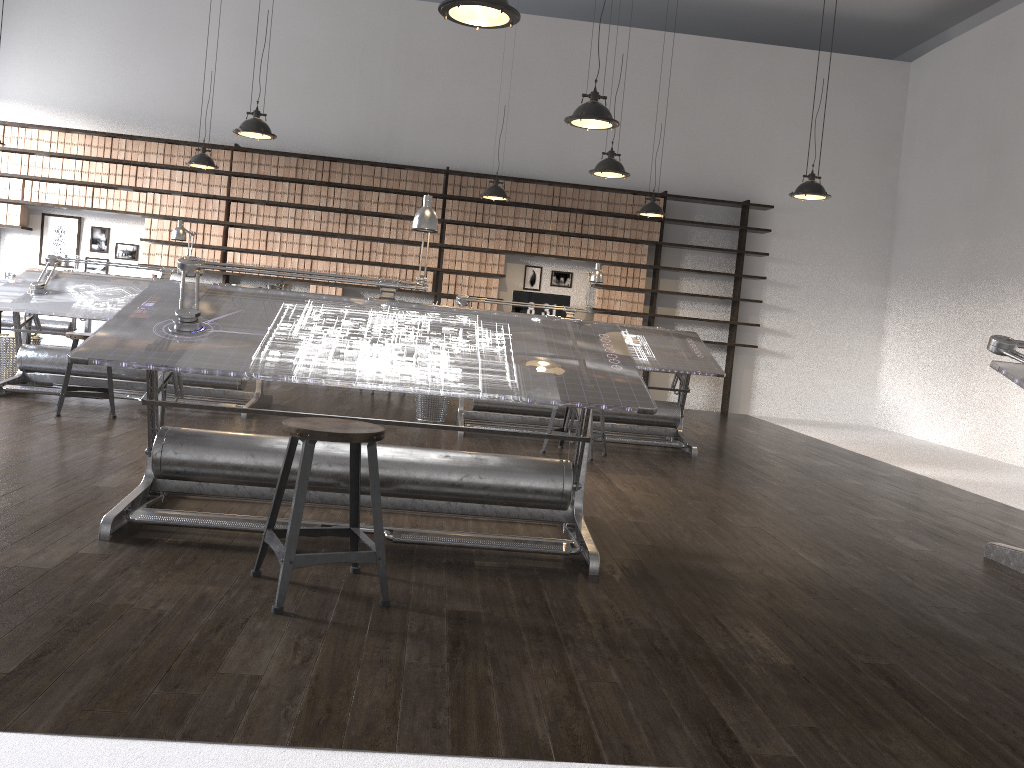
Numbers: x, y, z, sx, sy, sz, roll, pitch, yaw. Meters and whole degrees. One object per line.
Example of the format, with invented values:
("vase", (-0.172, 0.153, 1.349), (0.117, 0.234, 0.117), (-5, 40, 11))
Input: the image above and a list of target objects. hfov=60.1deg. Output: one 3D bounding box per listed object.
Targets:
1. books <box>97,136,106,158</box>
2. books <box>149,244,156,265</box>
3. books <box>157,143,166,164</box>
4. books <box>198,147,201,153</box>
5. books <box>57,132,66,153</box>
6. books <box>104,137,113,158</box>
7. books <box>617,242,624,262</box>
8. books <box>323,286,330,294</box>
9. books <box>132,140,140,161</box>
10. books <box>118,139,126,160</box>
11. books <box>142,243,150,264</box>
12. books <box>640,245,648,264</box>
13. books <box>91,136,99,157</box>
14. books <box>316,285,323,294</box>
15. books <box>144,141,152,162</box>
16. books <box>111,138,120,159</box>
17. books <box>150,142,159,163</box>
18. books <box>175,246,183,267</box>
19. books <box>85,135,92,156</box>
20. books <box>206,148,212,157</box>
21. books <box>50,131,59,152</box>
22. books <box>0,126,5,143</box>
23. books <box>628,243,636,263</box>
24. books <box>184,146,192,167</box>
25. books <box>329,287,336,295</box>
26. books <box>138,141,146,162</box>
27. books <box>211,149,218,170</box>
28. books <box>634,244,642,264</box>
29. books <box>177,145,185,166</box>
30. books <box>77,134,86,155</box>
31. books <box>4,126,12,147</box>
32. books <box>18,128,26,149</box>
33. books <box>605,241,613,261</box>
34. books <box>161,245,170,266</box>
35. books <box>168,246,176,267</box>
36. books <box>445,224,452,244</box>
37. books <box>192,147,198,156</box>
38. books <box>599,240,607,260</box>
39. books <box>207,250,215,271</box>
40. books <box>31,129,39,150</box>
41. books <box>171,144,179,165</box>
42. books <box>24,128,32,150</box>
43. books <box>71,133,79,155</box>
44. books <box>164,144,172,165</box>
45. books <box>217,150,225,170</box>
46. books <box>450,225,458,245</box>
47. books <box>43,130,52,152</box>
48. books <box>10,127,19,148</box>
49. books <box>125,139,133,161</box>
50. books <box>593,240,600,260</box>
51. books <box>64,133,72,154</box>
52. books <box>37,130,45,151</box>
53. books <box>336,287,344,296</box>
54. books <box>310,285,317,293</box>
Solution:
("books", (-4.430, -2.557, 9.615), (0.066, 0.225, 0.175), (5, 3, -5))
("books", (-3.908, -1.414, 9.696), (0.066, 0.225, 0.175), (5, 3, -5))
("books", (-3.803, -2.500, 9.663), (0.067, 0.225, 0.175), (5, 3, -5))
("books", (-3.388, -2.463, 9.702), (0.066, 0.225, 0.175), (5, 3, -5))
("books", (-4.839, -2.594, 9.579), (0.066, 0.225, 0.175), (5, 3, -5))
("books", (-4.356, -2.550, 9.616), (0.067, 0.225, 0.175), (5, 3, -5))
("books", (1.224, -1.501, 10.115), (0.066, 0.225, 0.175), (5, 3, -5))
("books", (-2.067, -0.974, 9.864), (0.066, 0.225, 0.175), (5, 3, -5))
("books", (-4.071, -2.524, 9.645), (0.066, 0.225, 0.175), (5, 3, -5))
("books", (-4.211, -2.537, 9.629), (0.066, 0.225, 0.175), (5, 3, -5))
("books", (-3.974, -1.420, 9.686), (0.067, 0.225, 0.175), (5, 3, -5))
("books", (1.498, -1.476, 10.135), (0.066, 0.225, 0.175), (5, 3, -5))
("books", (-4.494, -2.562, 9.607), (0.066, 0.225, 0.175), (5, 3, -5))
("books", (-2.137, -0.980, 9.858), (0.066, 0.225, 0.175), (5, 3, -5))
("books", (-3.937, -2.512, 9.655), (0.066, 0.225, 0.175), (5, 3, -5))
("books", (-4.282, -2.543, 9.628), (0.066, 0.225, 0.175), (5, 3, -5))
("books", (-3.875, -2.507, 9.659), (0.066, 0.225, 0.175), (5, 3, -5))
("books", (-3.635, -1.390, 9.722), (0.066, 0.225, 0.175), (5, 3, -5))
("books", (-4.557, -2.568, 9.598), (0.067, 0.225, 0.175), (5, 3, -5))
("books", (-3.314, -2.456, 9.709), (0.066, 0.225, 0.175), (5, 3, -5))
("books", (-4.909, -2.600, 9.569), (0.067, 0.225, 0.175), (5, 3, -5))
("books", (-5.462, -2.649, 9.522), (0.067, 0.225, 0.175), (5, 3, -5))
("books", (1.357, -1.489, 10.127), (0.066, 0.225, 0.175), (5, 3, -5))
("books", (-3.523, -2.475, 9.686), (0.066, 0.225, 0.175), (5, 3, -5))
("books", (-1.996, -0.967, 9.866), (0.066, 0.225, 0.175), (5, 3, -5))
("books", (-4.003, -2.518, 9.645), (0.067, 0.225, 0.175), (5, 3, -5))
("books", (-3.245, -2.450, 9.717), (0.066, 0.225, 0.175), (5, 3, -5))
("books", (1.427, -1.482, 10.133), (0.066, 0.225, 0.175), (5, 3, -5))
("books", (-3.595, -2.481, 9.683), (0.066, 0.225, 0.175), (5, 3, -5))
("books", (-4.629, -2.574, 9.592), (0.066, 0.225, 0.175), (5, 3, -5))
("books", (-5.388, -2.643, 9.534), (0.066, 0.225, 0.175), (5, 3, -5))
("books", (-5.247, -2.630, 9.545), (0.066, 0.225, 0.175), (5, 3, -5))
("books", (1.090, -1.512, 10.100), (0.067, 0.225, 0.175), (5, 3, -5))
("books", (-3.773, -1.402, 9.704), (0.067, 0.225, 0.175), (5, 3, -5))
("books", (-3.704, -1.396, 9.714), (0.066, 0.225, 0.175), (5, 3, -5))
("books", (-0.715, -1.675, 9.949), (0.066, 0.225, 0.175), (5, 3, -5))
("books", (-3.451, -2.468, 9.692), (0.067, 0.225, 0.175), (5, 3, -5))
("books", (1.020, -1.519, 10.098), (0.066, 0.225, 0.175), (5, 3, -5))
("books", (-3.294, -1.359, 9.750), (0.066, 0.225, 0.175), (5, 3, -5))
("books", (-5.109, -2.617, 9.551), (0.067, 0.225, 0.175), (5, 3, -5))
("books", (-3.664, -2.488, 9.681), (0.066, 0.225, 0.175), (5, 3, -5))
("books", (-5.176, -2.624, 9.551), (0.066, 0.225, 0.175), (5, 3, -5))
("books", (-4.701, -2.581, 9.589), (0.066, 0.225, 0.175), (5, 3, -5))
("books", (-3.733, -2.494, 9.673), (0.066, 0.225, 0.175), (5, 3, -5))
("books", (-3.176, -2.444, 9.719), (0.066, 0.225, 0.175), (5, 3, -5))
("books", (-0.652, -1.669, 9.950), (0.067, 0.225, 0.175), (5, 3, -5))
("books", (-4.981, -2.606, 9.565), (0.066, 0.225, 0.175), (5, 3, -5))
("books", (-5.317, -2.636, 9.535), (0.066, 0.225, 0.175), (5, 3, -5))
("books", (-4.141, -2.531, 9.639), (0.066, 0.225, 0.175), (5, 3, -5))
("books", (0.951, -1.525, 10.094), (0.066, 0.225, 0.175), (5, 3, -5))
("books", (-4.770, -2.587, 9.587), (0.066, 0.225, 0.175), (5, 3, -5))
("books", (-5.043, -2.612, 9.561), (0.066, 0.225, 0.175), (5, 3, -5))
("books", (-1.926, -0.961, 9.876), (0.066, 0.225, 0.175), (5, 3, -5))
("books", (-2.204, -0.986, 9.846), (0.067, 0.225, 0.175), (5, 3, -5))
